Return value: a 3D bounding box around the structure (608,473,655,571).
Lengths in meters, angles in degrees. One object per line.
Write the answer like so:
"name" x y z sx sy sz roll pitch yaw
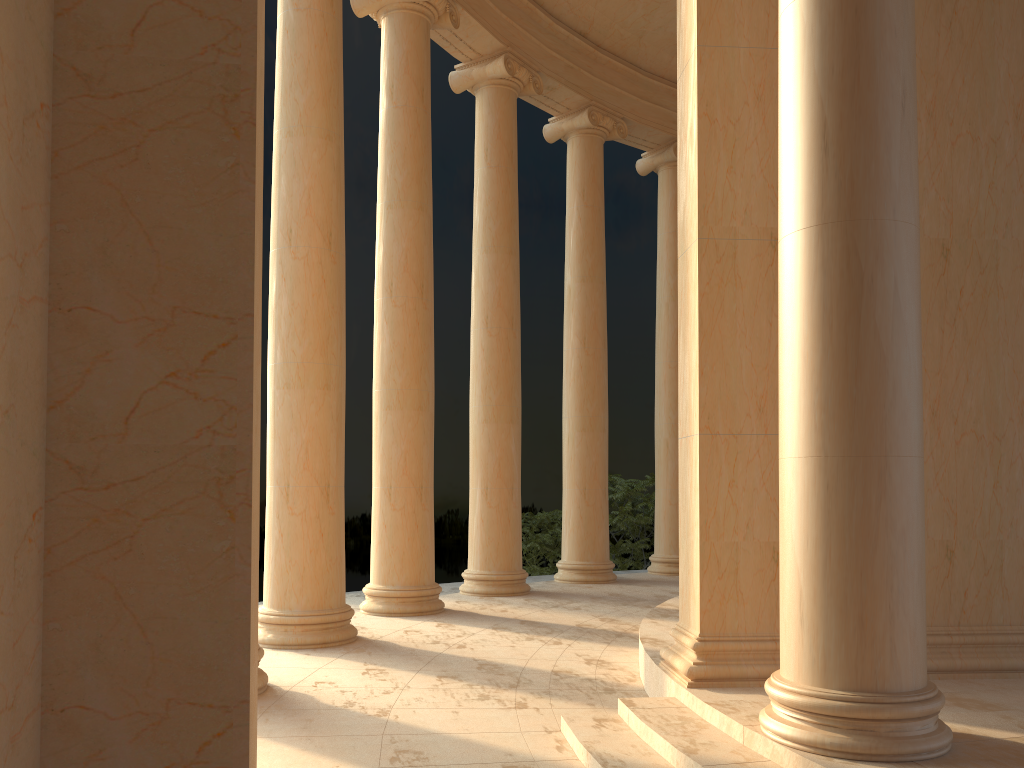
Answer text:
"structure" 229.410 307.639 1607.795 247.148 298.542 238.572 0 -4 -2

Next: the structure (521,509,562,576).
"structure" 40.705 309.789 1521.443 149.225 187.730 156.274 0 -4 8
